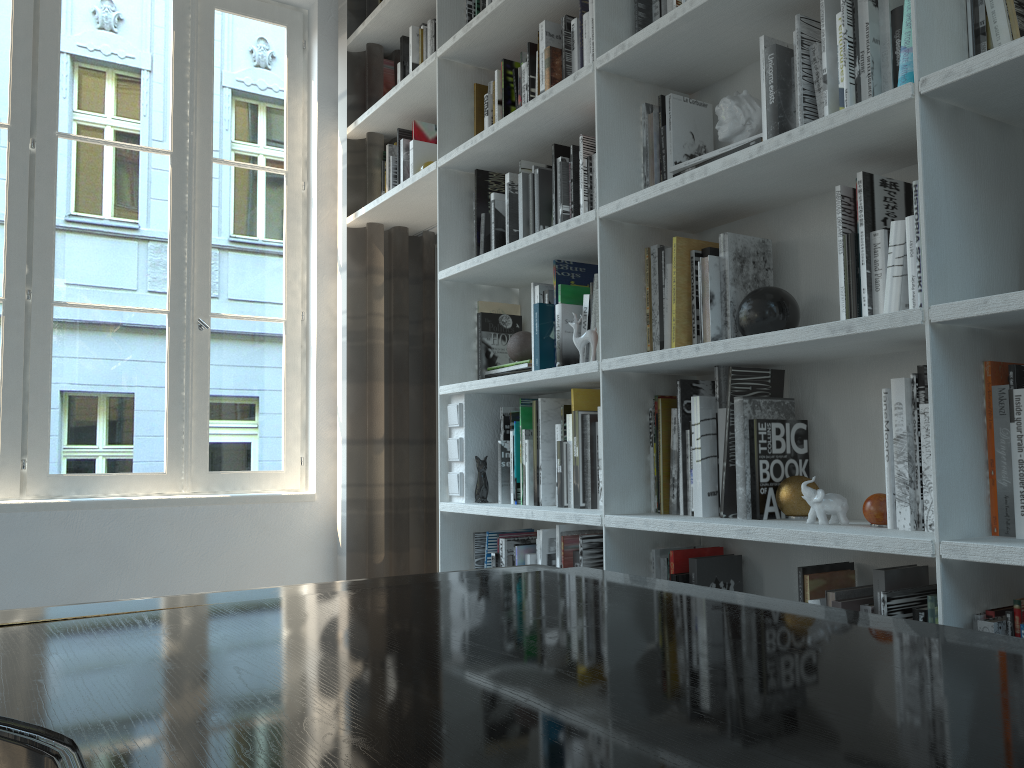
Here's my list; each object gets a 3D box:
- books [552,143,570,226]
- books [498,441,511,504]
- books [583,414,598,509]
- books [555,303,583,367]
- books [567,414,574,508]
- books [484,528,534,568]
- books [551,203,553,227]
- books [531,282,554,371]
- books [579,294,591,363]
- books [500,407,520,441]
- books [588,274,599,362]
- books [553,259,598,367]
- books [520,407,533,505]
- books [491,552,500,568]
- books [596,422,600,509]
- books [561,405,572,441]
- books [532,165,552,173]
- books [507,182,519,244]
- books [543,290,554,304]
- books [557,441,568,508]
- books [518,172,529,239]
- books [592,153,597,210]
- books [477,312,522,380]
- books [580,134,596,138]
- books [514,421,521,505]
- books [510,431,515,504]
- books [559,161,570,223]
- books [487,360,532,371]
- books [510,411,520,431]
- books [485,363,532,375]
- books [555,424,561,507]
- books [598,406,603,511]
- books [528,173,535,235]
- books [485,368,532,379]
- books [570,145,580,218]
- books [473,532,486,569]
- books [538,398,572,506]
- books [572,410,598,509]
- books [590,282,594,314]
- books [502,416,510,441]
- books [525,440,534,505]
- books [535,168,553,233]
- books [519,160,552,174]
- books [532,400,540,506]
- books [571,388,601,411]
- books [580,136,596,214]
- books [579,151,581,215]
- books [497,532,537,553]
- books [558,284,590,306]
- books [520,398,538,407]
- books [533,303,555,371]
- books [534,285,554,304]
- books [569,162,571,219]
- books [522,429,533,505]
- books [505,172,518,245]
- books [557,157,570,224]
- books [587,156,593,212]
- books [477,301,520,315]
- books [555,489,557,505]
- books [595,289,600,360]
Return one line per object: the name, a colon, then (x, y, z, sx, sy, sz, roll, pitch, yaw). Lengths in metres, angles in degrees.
books: (0.183, -0.536, 2.571, 0.151, 0.299, 0.013, 2, -5, -32)
books: (0.043, 0.268, 2.710, 0.193, 0.189, 0.019, 2, -5, -32)
books: (0.266, 0.208, 2.385, 0.159, 0.249, 0.028, 2, -5, -32)
books: (0.206, -0.121, 2.475, 0.189, 0.190, 0.029, 2, -5, -32)
books: (0.232, 0.211, 2.451, 0.176, 0.254, 0.026, 2, -5, -32)
books: (-0.014, 0.604, 2.810, 0.172, 0.283, 0.052, 2, -5, -32)
books: (0.182, -0.512, 2.605, 0.141, 0.256, 0.048, 2, -5, -32)
books: (0.128, -0.154, 2.641, 0.159, 0.285, 0.012, 2, -5, -32)
books: (0.257, -0.135, 2.457, 0.142, 0.214, 0.056, 2, -5, -32)
books: (0.041, 0.220, 2.767, 0.171, 0.294, 0.014, 2, -5, -32)
books: (0.282, -0.162, 2.391, 0.158, 0.255, 0.060, 2, -5, -32)
books: (0.188, -0.186, 2.568, 0.153, 0.335, 0.011, 2, -5, -32)
books: (0.103, 0.212, 2.629, 0.182, 0.286, 0.007, 2, -5, -32)
books: (0.023, 0.630, 2.746, 0.187, 0.220, 0.022, 2, -5, -32)
books: (0.292, 0.216, 2.370, 0.153, 0.229, 0.025, 2, -5, -32)
books: (0.205, 0.201, 2.493, 0.150, 0.281, 0.014, 2, -5, -32)
books: (0.129, -0.513, 2.673, 0.157, 0.270, 0.011, 2, -5, -32)
books: (0.062, -0.492, 2.756, 0.176, 0.246, 0.011, 2, -5, -32)
books: (0.158, -0.142, 2.605, 0.143, 0.255, 0.031, 2, -5, -32)
books: (0.209, 0.249, 2.466, 0.190, 0.181, 0.029, 2, -5, -32)
books: (0.106, -0.500, 2.677, 0.189, 0.247, 0.021, 2, -5, -32)
books: (0.286, -0.510, 2.429, 0.148, 0.220, 0.021, 2, -5, -32)
books: (-0.039, -0.108, 2.911, 0.156, 0.243, 0.028, 2, -5, -32)
books: (0.248, -0.545, 2.504, 0.130, 0.304, 0.011, 2, -5, -32)
books: (0.086, 0.235, 2.656, 0.184, 0.244, 0.009, 2, -5, -32)
books: (0.075, 0.252, 2.685, 0.180, 0.216, 0.015, 2, -5, -32)
books: (0.210, -0.505, 2.521, 0.177, 0.229, 0.013, 2, -5, -32)
books: (0.054, -0.054, 2.772, 0.161, 0.012, 0.254, 2, -6, -31)
books: (0.067, 0.223, 2.713, 0.164, 0.279, 0.008, 2, -5, -32)
books: (0.049, -0.042, 2.767, 0.159, 0.012, 0.285, 2, -5, -28)
books: (0.195, 0.229, 2.509, 0.159, 0.229, 0.027, 2, -5, -32)
books: (0.306, 0.193, 2.313, 0.185, 0.265, 0.021, 2, -5, -32)
books: (0.124, -0.498, 2.648, 0.167, 0.237, 0.024, 2, -5, -32)
books: (0.051, -0.030, 2.768, 0.161, 0.012, 0.254, 3, -6, -35)
books: (0.229, -0.529, 2.504, 0.145, 0.272, 0.012, 2, -5, -32)
books: (-0.038, 0.609, 2.832, 0.189, 0.277, 0.011, 2, -5, -32)
books: (0.160, 0.196, 2.565, 0.189, 0.306, 0.012, 2, -5, -32)
books: (0.247, 0.204, 2.407, 0.181, 0.260, 0.028, 2, -5, -32)
books: (0.275, -0.152, 2.429, 0.141, 0.241, 0.013, 2, -5, -32)
books: (0.049, 0.232, 2.732, 0.177, 0.264, 0.007, 2, -5, -32)
books: (0.119, 0.258, 2.604, 0.183, 0.188, 0.016, 2, -5, -32)
books: (0.149, -0.503, 2.625, 0.184, 0.242, 0.023, 2, -5, -32)
books: (0.104, -0.522, 2.696, 0.183, 0.293, 0.011, 2, -5, -32)
books: (0.141, 0.200, 2.572, 0.180, 0.300, 0.019, 2, -5, -32)
books: (0.241, 0.175, 2.434, 0.172, 0.322, 0.021, 2, -5, -32)
books: (0.255, -0.535, 2.447, 0.157, 0.275, 0.015, 2, -5, -32)
books: (0.249, -0.520, 2.491, 0.139, 0.251, 0.011, 2, -5, -32)
books: (0.020, 0.607, 2.793, 0.150, 0.273, 0.010, 2, -5, -32)
books: (0.206, -0.149, 2.501, 0.172, 0.250, 0.011, 2, -5, -32)
books: (0.088, 0.202, 2.685, 0.145, 0.314, 0.006, 2, -5, -32)
books: (0.150, -0.122, 2.562, 0.189, 0.208, 0.029, 2, -5, -32)
books: (0.137, -0.149, 2.625, 0.150, 0.272, 0.024, 2, -5, -32)
books: (0.226, -0.505, 2.516, 0.151, 0.227, 0.013, 2, -5, -32)
books: (0.115, 0.245, 2.621, 0.190, 0.219, 0.015, 2, -5, -32)
books: (0.060, -0.508, 2.776, 0.174, 0.281, 0.023, 2, -5, -32)
books: (0.201, -0.516, 2.561, 0.156, 0.256, 0.021, 2, -5, -32)
books: (0.274, -0.507, 2.441, 0.160, 0.217, 0.012, 2, -5, -32)
books: (-0.041, -0.127, 2.935, 0.159, 0.285, 0.012, 2, -5, -32)
books: (0.191, 0.232, 2.548, 0.138, 0.230, 0.045, 2, -5, -32)
books: (0.300, -0.142, 2.347, 0.172, 0.207, 0.030, 2, -5, -32)
